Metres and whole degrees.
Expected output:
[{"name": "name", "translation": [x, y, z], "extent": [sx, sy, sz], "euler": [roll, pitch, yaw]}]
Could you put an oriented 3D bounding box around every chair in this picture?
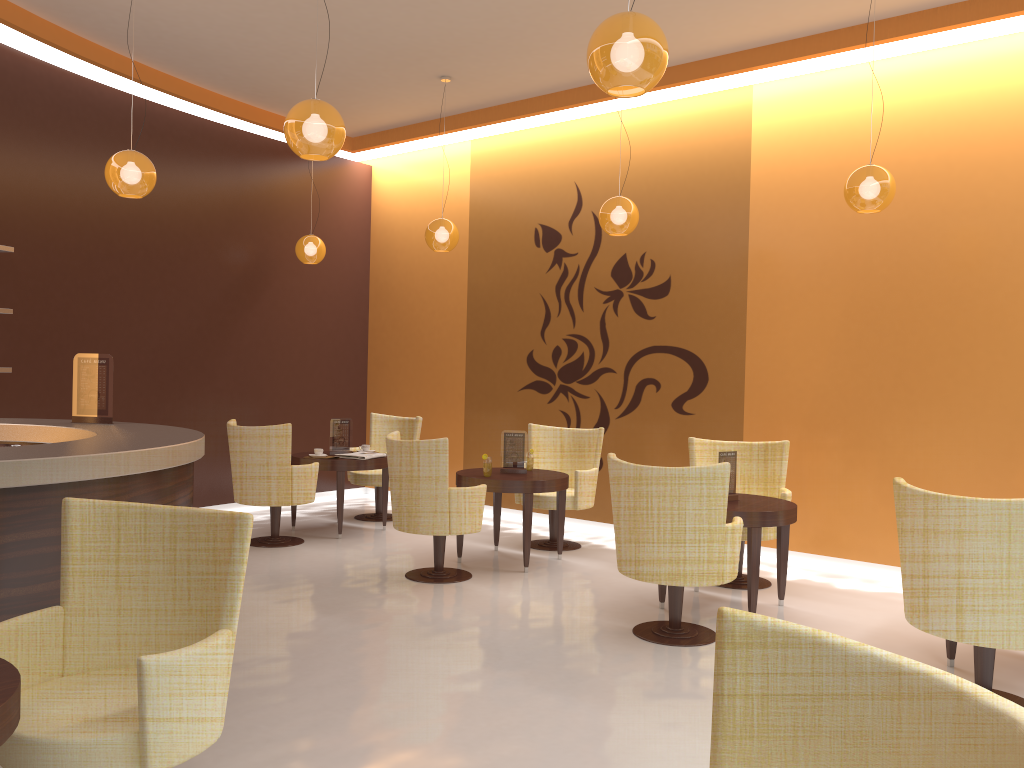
[{"name": "chair", "translation": [2.125, 0.955, 4.011], "extent": [0.729, 1.017, 0.685], "euler": [2, 1, 42]}, {"name": "chair", "translation": [-0.549, 0.860, 6.292], "extent": [0.685, 1.017, 0.729], "euler": [1, 1, -34]}, {"name": "chair", "translation": [0.392, 0.867, 7.585], "extent": [0.729, 1.017, 0.685], "euler": [2, 1, 27]}, {"name": "chair", "translation": [-1.265, 0.812, 8.775], "extent": [0.729, 1.017, 0.685], "euler": [2, 1, 38]}, {"name": "chair", "translation": [-1.180, 0.890, 2.677], "extent": [0.729, 1.017, 0.685], "euler": [2, 1, 17]}, {"name": "chair", "translation": [1.643, 0.913, 6.418], "extent": [0.729, 1.017, 0.685], "euler": [1, 1, 7]}, {"name": "chair", "translation": [0.402, 0.945, 1.362], "extent": [0.685, 1.017, 0.729], "euler": [1, 1, -19]}, {"name": "chair", "translation": [-1.990, 0.812, 7.352], "extent": [0.729, 1.017, 0.685], "euler": [2, 1, 36]}, {"name": "chair", "translation": [0.914, 0.912, 4.994], "extent": [0.729, 1.017, 0.685], "euler": [2, 1, 36]}]

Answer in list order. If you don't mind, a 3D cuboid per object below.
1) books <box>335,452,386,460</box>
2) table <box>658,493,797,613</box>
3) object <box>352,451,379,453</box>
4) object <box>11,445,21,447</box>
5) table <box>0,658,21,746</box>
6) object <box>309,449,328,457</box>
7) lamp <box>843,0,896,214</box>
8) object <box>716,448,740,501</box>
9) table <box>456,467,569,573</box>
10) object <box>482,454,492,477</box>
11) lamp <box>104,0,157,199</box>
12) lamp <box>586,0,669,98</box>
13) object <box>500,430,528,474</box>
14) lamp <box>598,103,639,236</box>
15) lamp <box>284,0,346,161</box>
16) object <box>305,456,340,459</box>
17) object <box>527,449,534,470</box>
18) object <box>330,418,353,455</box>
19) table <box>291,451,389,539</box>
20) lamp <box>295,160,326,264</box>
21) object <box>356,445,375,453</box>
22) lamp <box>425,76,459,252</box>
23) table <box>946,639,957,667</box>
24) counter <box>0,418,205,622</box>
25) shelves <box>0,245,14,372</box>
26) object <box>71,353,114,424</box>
[{"name": "books", "translation": [-1.336, 0.634, 7.857], "extent": [0.345, 0.035, 0.367], "euler": [2, 1, 29]}, {"name": "table", "translation": [1.351, 1.084, 5.660], "extent": [0.872, 0.679, 0.874], "euler": [1, 1, -14]}, {"name": "object", "translation": [-1.349, 0.635, 8.290], "extent": [0.464, 0.021, 0.239], "euler": [2, 1, 35]}, {"name": "object", "translation": [-2.893, 0.431, 5.170], "extent": [0.067, 0.148, 0.067], "euler": [2, 1, 38]}, {"name": "table", "translation": [-1.600, 1.058, 1.980], "extent": [0.872, 0.679, 0.874], "euler": [1, 1, -4]}, {"name": "object", "translation": [-1.694, 0.604, 7.759], "extent": [0.153, 0.069, 0.153], "euler": [1, 1, -24]}, {"name": "lamp", "translation": [2.202, -1.804, 5.417], "extent": [0.299, 1.500, 0.299], "euler": [2, 1, 39]}, {"name": "object", "translation": [1.371, 0.578, 5.648], "extent": [0.209, 0.335, 0.042], "euler": [1, 1, -33]}, {"name": "table", "translation": [-0.005, 1.035, 6.894], "extent": [0.872, 0.679, 0.874], "euler": [1, 1, -19]}, {"name": "object", "translation": [-0.183, 0.609, 6.651], "extent": [0.067, 0.171, 0.072], "euler": [2, 1, 22]}, {"name": "lamp", "translation": [-2.356, -1.917, 5.511], "extent": [0.299, 1.500, 0.299], "euler": [1, 1, -33]}, {"name": "lamp", "translation": [0.438, -1.820, 3.243], "extent": [0.299, 1.500, 0.299], "euler": [1, 1, -40]}, {"name": "object", "translation": [-0.739, 0.503, 7.483], "extent": [2.090, 0.335, 0.187], "euler": [2, 1, 35]}, {"name": "lamp", "translation": [0.805, -1.852, 6.551], "extent": [0.299, 1.500, 0.299], "euler": [1, 1, -26]}, {"name": "lamp", "translation": [-0.959, -1.869, 4.377], "extent": [0.299, 1.500, 0.299], "euler": [2, 1, 17]}, {"name": "object", "translation": [-1.704, 0.633, 7.742], "extent": [0.239, 0.021, 0.464], "euler": [1, 1, -37]}, {"name": "object", "translation": [0.143, 0.611, 7.155], "extent": [0.067, 0.171, 0.072], "euler": [1, 1, -3]}, {"name": "object", "translation": [-1.552, 0.476, 8.061], "extent": [0.209, 0.335, 0.042], "euler": [1, 1, -28]}, {"name": "table", "translation": [-1.554, 0.983, 8.018], "extent": [0.872, 0.679, 0.874], "euler": [1, 1, -14]}, {"name": "lamp", "translation": [-1.989, -1.949, 8.819], "extent": [0.299, 1.500, 0.299], "euler": [2, 1, 39]}, {"name": "object", "translation": [-1.364, 0.605, 8.280], "extent": [0.153, 0.069, 0.153], "euler": [2, 1, 23]}, {"name": "lamp", "translation": [-0.592, -1.901, 7.685], "extent": [0.299, 1.500, 0.299], "euler": [1, 1, -8]}, {"name": "table", "translation": [2.680, 1.130, 4.581], "extent": [0.872, 0.679, 0.874], "euler": [1, 1, -4]}, {"name": "counter", "translation": [-2.317, 0.802, 4.187], "extent": [1.586, 1.100, 2.917], "euler": [1, 1, -6]}, {"name": "shelves", "translation": [-3.742, -0.509, 4.091], "extent": [0.586, 0.902, 4.744], "euler": [1, 1, -4]}, {"name": "object", "translation": [-2.491, 0.026, 5.271], "extent": [0.258, 0.414, 0.052], "euler": [2, 1, 8]}]
